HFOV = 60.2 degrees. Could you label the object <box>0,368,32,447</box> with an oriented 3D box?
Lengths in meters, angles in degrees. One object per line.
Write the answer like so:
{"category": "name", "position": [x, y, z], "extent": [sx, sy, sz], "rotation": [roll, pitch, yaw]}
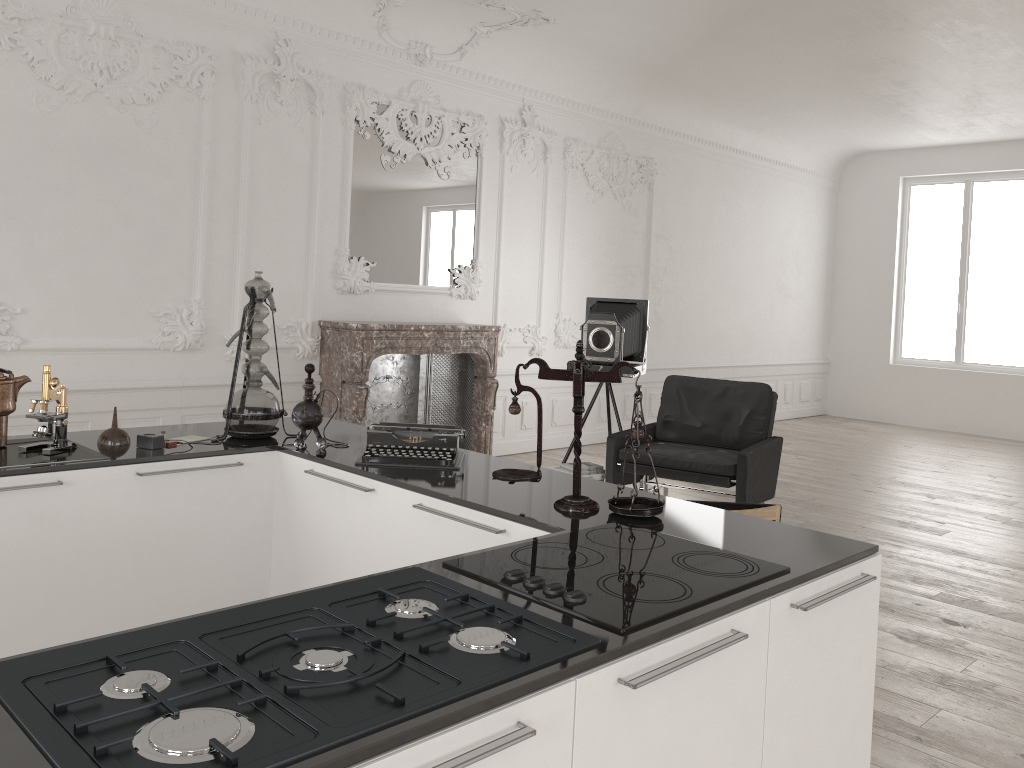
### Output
{"category": "object", "position": [-1.798, 0.072, 3.047], "extent": [0.208, 0.279, 0.187], "rotation": [3, 2, -5]}

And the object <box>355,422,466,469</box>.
{"category": "object", "position": [-0.364, 0.214, 3.186], "extent": [0.383, 0.110, 0.318], "rotation": [3, 5, 0]}

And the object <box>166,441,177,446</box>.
{"category": "object", "position": [-1.248, 0.216, 3.229], "extent": [0.026, 0.010, 0.039], "rotation": [5, 6, 25]}

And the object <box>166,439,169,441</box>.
{"category": "object", "position": [-1.281, 0.210, 3.260], "extent": [0.032, 0.012, 0.042], "rotation": [6, 6, 30]}

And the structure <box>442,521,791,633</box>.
{"category": "structure", "position": [0.244, 0.403, 1.993], "extent": [0.628, 0.021, 0.508], "rotation": [-3, 8, -45]}

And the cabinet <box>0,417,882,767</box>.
{"category": "cabinet", "position": [-0.859, 0.767, 2.359], "extent": [2.462, 0.880, 2.717], "rotation": [-2, 7, -45]}

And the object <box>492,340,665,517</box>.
{"category": "object", "position": [0.192, 0.117, 2.553], "extent": [0.513, 0.490, 0.168], "rotation": [4, 2, 18]}

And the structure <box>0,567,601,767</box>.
{"category": "structure", "position": [-0.320, 0.434, 1.432], "extent": [0.842, 0.014, 0.523], "rotation": [-3, 8, -45]}

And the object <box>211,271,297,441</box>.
{"category": "object", "position": [-0.980, -0.117, 3.487], "extent": [0.294, 0.649, 0.319], "rotation": [3, 2, -2]}

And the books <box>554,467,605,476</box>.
{"category": "books", "position": [0.464, 0.594, 6.073], "extent": [0.289, 0.026, 0.206], "rotation": [-1, 7, -37]}

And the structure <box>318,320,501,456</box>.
{"category": "structure", "position": [-0.860, 0.120, 7.273], "extent": [0.661, 1.245, 1.544], "rotation": [5, 4, 45]}

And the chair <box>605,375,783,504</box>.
{"category": "chair", "position": [1.316, 0.461, 6.227], "extent": [0.976, 0.961, 1.088], "rotation": [5, 4, 30]}

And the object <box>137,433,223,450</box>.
{"category": "object", "position": [-1.185, 0.198, 3.269], "extent": [0.124, 0.045, 0.376], "rotation": [6, 6, 34]}

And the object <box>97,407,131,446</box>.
{"category": "object", "position": [-1.442, 0.148, 3.209], "extent": [0.111, 0.131, 0.111], "rotation": [0, 4, -39]}

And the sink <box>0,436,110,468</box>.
{"category": "sink", "position": [-1.919, 0.307, 2.692], "extent": [1.165, 0.140, 0.487], "rotation": [-3, 7, -45]}

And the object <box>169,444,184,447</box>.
{"category": "object", "position": [-1.225, 0.223, 3.219], "extent": [0.020, 0.001, 0.060], "rotation": [5, 6, 25]}

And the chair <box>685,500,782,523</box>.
{"category": "chair", "position": [0.698, 0.787, 3.553], "extent": [0.630, 0.769, 0.784], "rotation": [3, 3, 0]}

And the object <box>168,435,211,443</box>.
{"category": "object", "position": [-1.227, 0.209, 3.345], "extent": [0.094, 0.004, 0.141], "rotation": [5, 6, 25]}

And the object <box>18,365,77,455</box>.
{"category": "object", "position": [-1.572, 0.079, 3.024], "extent": [0.132, 0.290, 0.170], "rotation": [3, 2, 15]}

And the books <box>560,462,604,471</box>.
{"category": "books", "position": [0.481, 0.568, 6.089], "extent": [0.242, 0.022, 0.173], "rotation": [0, 6, -30]}

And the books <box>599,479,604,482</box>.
{"category": "books", "position": [0.464, 0.660, 6.078], "extent": [0.280, 0.025, 0.199], "rotation": [-2, 7, -39]}

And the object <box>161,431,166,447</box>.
{"category": "object", "position": [-1.257, 0.197, 3.183], "extent": [0.017, 0.056, 0.017], "rotation": [3, 1, 25]}

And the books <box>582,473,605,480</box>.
{"category": "books", "position": [0.459, 0.627, 6.063], "extent": [0.310, 0.041, 0.199], "rotation": [-2, 7, -38]}

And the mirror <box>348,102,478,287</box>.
{"category": "mirror", "position": [-0.807, -1.551, 7.468], "extent": [0.009, 1.568, 1.434], "rotation": [4, 3, 45]}

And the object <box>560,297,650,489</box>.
{"category": "object", "position": [0.755, 0.086, 6.950], "extent": [0.712, 1.519, 0.655], "rotation": [3, 2, 20]}

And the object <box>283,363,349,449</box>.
{"category": "object", "position": [-0.754, 0.076, 3.373], "extent": [0.204, 0.311, 0.222], "rotation": [5, 3, 43]}

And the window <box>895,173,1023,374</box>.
{"category": "window", "position": [6.058, -1.495, 11.835], "extent": [0.070, 2.575, 1.731], "rotation": [2, 2, -45]}
